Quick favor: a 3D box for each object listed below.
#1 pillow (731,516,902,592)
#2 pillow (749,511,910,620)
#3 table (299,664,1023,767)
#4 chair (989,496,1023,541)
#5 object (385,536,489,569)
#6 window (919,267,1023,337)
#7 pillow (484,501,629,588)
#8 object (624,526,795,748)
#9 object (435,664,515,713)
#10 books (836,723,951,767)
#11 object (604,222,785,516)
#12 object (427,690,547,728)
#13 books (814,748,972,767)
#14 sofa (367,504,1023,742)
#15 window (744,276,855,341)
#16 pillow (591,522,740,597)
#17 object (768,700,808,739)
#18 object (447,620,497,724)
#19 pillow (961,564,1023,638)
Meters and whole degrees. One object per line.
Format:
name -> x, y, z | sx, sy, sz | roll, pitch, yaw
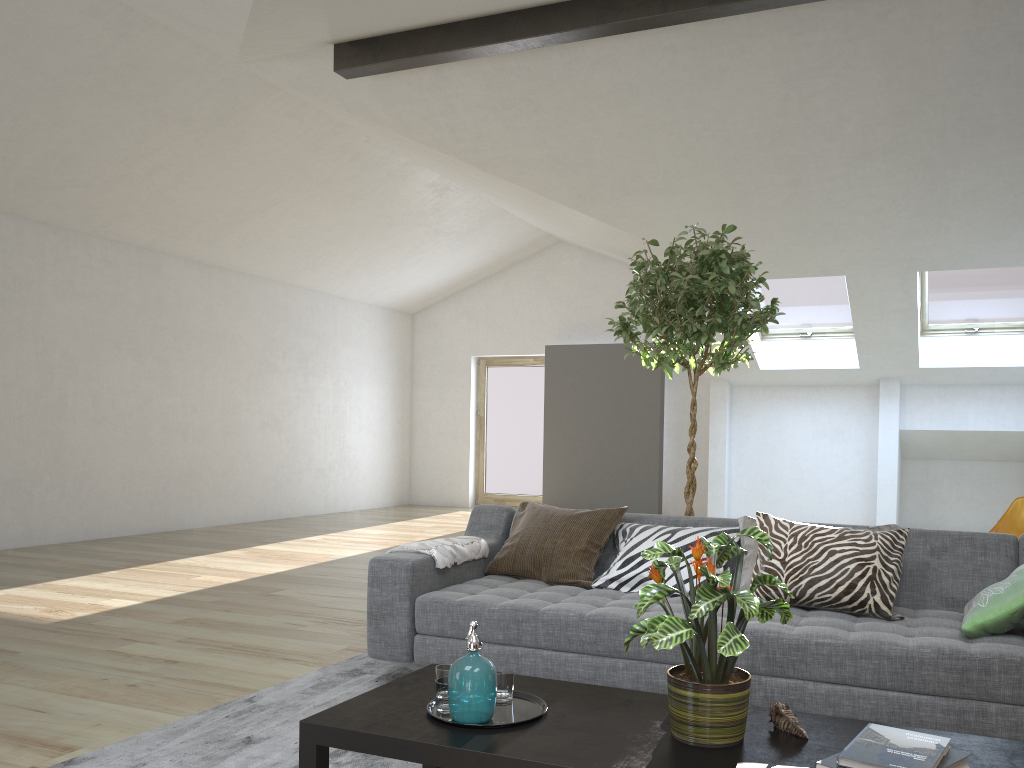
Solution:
pillow -> 1.159, 0.691, 3.430 | 0.646, 0.319, 0.261 | 0, -1, 24
pillow -> 1.147, 0.656, 3.247 | 0.560, 0.341, 0.279 | 0, -1, 28
table -> 0.343, 0.977, 2.084 | 1.561, 0.325, 0.616 | 0, -3, 23
chair -> 2.879, 0.996, 4.867 | 0.719, 0.723, 0.653 | 2, -1, -35
object -> -0.330, 0.853, 3.742 | 0.359, 0.419, 0.479 | 1, -1, 28
window -> 4.377, -0.835, 8.310 | 1.482, 0.729, 1.890 | 0, -3, 25
pillow -> 0.173, 0.690, 3.848 | 0.579, 0.338, 0.308 | 0, -2, 33
object -> 0.453, 0.597, 2.085 | 0.382, 0.526, 0.431 | 1, -1, -1
object -> -0.101, 0.761, 2.269 | 0.237, 0.107, 0.096 | 3, -2, -38
books -> 0.761, 0.728, 1.759 | 0.159, 0.019, 0.255 | -1, -4, 35
object -> 0.829, 0.261, 4.193 | 0.811, 2.022, 0.802 | 1, 1, 3
object -> -0.062, 0.809, 2.216 | 0.290, 0.012, 0.310 | -2, -4, 38
books -> 0.755, 0.753, 1.751 | 0.297, 0.030, 0.175 | 4, -4, -40
sofa -> 0.784, 0.880, 3.400 | 2.478, 0.684, 1.018 | 0, -2, 23
window -> 2.908, -0.825, 8.934 | 1.482, 0.729, 1.890 | 0, -3, 25
pillow -> 0.630, 0.716, 3.606 | 0.564, 0.284, 0.356 | 0, -2, 24
object -> 0.651, 0.788, 2.093 | 0.069, 0.078, 0.123 | 1, -2, -7
object -> -0.095, 0.689, 2.138 | 0.123, 0.240, 0.115 | 1, 0, -40
pillow -> 1.607, 0.701, 2.915 | 0.229, 0.261, 0.440 | 1, -2, 27
